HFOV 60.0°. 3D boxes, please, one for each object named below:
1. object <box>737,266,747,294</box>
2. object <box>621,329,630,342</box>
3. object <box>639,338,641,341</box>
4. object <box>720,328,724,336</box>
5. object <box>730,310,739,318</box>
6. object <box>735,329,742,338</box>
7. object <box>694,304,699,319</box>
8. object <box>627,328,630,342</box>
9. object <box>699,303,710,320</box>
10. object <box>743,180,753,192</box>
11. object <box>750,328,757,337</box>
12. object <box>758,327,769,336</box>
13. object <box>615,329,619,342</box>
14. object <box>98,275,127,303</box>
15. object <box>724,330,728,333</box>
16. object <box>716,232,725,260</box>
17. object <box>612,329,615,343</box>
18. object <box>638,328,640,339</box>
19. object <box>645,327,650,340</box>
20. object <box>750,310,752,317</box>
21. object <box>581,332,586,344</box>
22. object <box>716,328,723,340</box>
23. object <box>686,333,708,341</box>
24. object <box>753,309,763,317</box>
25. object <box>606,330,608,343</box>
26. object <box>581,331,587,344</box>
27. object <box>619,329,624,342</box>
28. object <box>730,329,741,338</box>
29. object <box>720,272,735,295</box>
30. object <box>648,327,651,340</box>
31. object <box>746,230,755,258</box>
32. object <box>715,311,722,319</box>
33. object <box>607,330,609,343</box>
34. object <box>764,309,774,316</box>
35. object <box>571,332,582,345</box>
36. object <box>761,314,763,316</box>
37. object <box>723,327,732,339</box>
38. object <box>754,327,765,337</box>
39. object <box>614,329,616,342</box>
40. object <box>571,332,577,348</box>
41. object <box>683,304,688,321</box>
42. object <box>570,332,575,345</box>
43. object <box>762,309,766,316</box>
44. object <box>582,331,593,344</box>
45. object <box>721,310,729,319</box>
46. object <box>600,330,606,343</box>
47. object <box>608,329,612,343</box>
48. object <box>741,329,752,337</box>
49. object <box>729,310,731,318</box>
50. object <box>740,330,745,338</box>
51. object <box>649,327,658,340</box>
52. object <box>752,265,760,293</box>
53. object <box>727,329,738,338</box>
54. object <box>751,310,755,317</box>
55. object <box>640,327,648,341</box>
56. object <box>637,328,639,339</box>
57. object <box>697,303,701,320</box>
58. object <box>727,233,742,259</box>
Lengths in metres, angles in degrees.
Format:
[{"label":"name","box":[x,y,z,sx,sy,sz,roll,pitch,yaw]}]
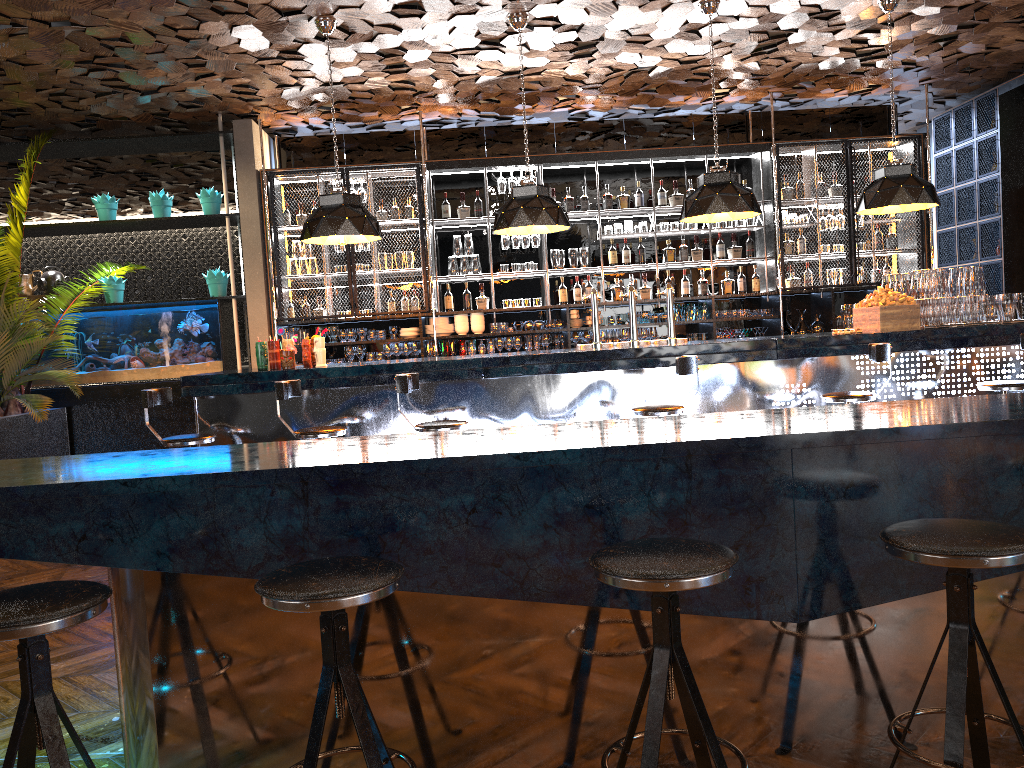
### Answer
[{"label":"object","box":[2.404,-1.084,9.284,0.086,0.298,0.086,-7,4,-43]},{"label":"object","box":[1.161,-0.451,9.073,0.091,0.229,0.091,-4,3,-16]},{"label":"object","box":[1.348,-0.476,9.310,0.091,0.229,0.091,-6,4,-34]},{"label":"object","box":[2.191,-0.496,9.236,0.089,0.174,0.089,-6,4,-41]},{"label":"object","box":[2.283,-0.718,9.086,0.084,0.082,0.084,-3,3,16]},{"label":"object","box":[2.410,-0.505,9.366,0.106,0.148,0.106,-1,4,37]},{"label":"object","box":[1.946,-0.754,9.276,0.115,0.172,0.101,-3,3,8]},{"label":"object","box":[1.199,-0.460,9.192,0.091,0.229,0.091,-2,3,19]},{"label":"object","box":[1.958,-0.741,9.032,0.101,0.172,0.115,-2,4,28]},{"label":"object","box":[2.426,-1.994,9.222,0.151,0.248,0.094,-2,4,27]},{"label":"object","box":[2.572,-0.517,9.365,0.107,0.152,0.107,-3,3,4]},{"label":"object","box":[2.587,-0.504,9.119,0.107,0.152,0.107,-2,3,24]},{"label":"object","box":[1.079,-0.446,9.050,0.049,0.231,0.049,-4,3,-7]},{"label":"object","box":[-4.025,-0.957,8.936,0.265,0.325,0.245,-6,4,-38]},{"label":"object","box":[2.295,-0.497,9.363,0.106,0.148,0.106,-3,3,17]},{"label":"object","box":[2.174,-1.434,9.250,0.086,0.298,0.086,-7,4,-43]},{"label":"object","box":[1.068,-0.456,9.239,0.049,0.231,0.049,-4,3,1]},{"label":"object","box":[1.295,-0.466,9.196,0.091,0.229,0.091,-2,4,30]},{"label":"object","box":[1.389,-0.472,9.197,0.091,0.229,0.091,-4,3,-9]},{"label":"object","box":[2.530,-0.742,9.330,0.088,0.070,0.098,-5,3,-18]},{"label":"object","box":[0.771,-0.439,9.304,0.108,0.227,0.108,-1,4,34]},{"label":"object","box":[2.112,-0.483,9.077,0.089,0.174,0.089,-6,4,-41]},{"label":"object","box":[1.852,-0.454,9.194,0.356,0.134,0.206,-3,3,5]},{"label":"object","box":[2.533,-0.731,9.133,0.088,0.070,0.098,-1,4,33]},{"label":"object","box":[0.999,-0.451,9.240,0.049,0.231,0.049,-4,3,-13]},{"label":"object","box":[0.775,-0.432,9.182,0.108,0.227,0.108,-6,4,-37]},{"label":"object","box":[1.159,-0.464,9.304,0.091,0.229,0.091,-1,4,34]},{"label":"object","box":[2.305,-0.485,9.129,0.106,0.148,0.106,-3,3,16]},{"label":"object","box":[2.253,-1.048,9.265,0.151,0.248,0.094,-3,3,7]},{"label":"object","box":[1.448,-0.482,9.317,0.091,0.229,0.091,-4,3,-4]},{"label":"object","box":[2.484,-1.454,9.257,0.086,0.299,0.086,-7,4,-43]},{"label":"object","box":[2.105,-0.707,9.084,0.084,0.082,0.084,-4,3,-10]},{"label":"object","box":[1.002,-0.445,9.114,0.049,0.231,0.049,-3,3,7]},{"label":"object","box":[2.636,-0.735,9.086,0.088,0.070,0.098,-3,3,8]},{"label":"object","box":[0.662,-0.419,9.059,0.108,0.227,0.108,-4,3,-11]},{"label":"object","box":[2.626,-0.745,9.286,0.088,0.070,0.098,0,4,44]},{"label":"object","box":[2.217,-0.493,9.140,0.089,0.174,0.089,-6,4,-41]},{"label":"object","box":[2.582,-0.510,9.235,0.107,0.152,0.107,-3,3,12]},{"label":"object","box":[1.081,-0.453,9.181,0.049,0.231,0.049,-3,3,6]},{"label":"object","box":[0.662,-0.425,9.178,0.108,0.227,0.108,-5,3,-22]},{"label":"object","box":[1.816,-0.738,9.147,0.101,0.172,0.115,-2,4,28]},{"label":"object","box":[0.658,-0.432,9.300,0.108,0.227,0.108,-2,4,29]},{"label":"object","box":[2.630,-0.740,9.184,0.098,0.070,0.088,-2,3,25]},{"label":"object","box":[0.777,-0.426,9.064,0.108,0.227,0.108,-6,4,-32]},{"label":"object","box":[2.186,-0.712,9.084,0.084,0.082,0.084,-4,3,-1]},{"label":"object","box":[0.933,-0.439,9.063,0.058,0.234,0.058,-3,3,1]},{"label":"object","box":[1.004,-0.441,9.047,0.049,0.231,0.049,-3,3,10]},{"label":"object","box":[2.421,-0.493,9.135,0.106,0.148,0.106,-3,3,8]},{"label":"object","box":[2.298,-0.725,9.185,0.084,0.082,0.084,-2,3,25]},{"label":"object","box":[2.416,-0.499,9.252,0.106,0.148,0.106,-2,4,26]},{"label":"object","box":[1.451,-0.470,9.086,0.091,0.229,0.091,-5,4,-30]},{"label":"object","box":[2.550,-1.092,9.275,0.080,0.299,0.080,-4,3,0]},{"label":"object","box":[2.302,-0.491,9.246,0.106,0.148,0.106,-2,4,30]},{"label":"object","box":[2.531,-0.736,9.230,0.088,0.070,0.098,-2,3,21]},{"label":"object","box":[1.355,-0.464,9.084,0.091,0.229,0.091,-2,3,25]},{"label":"object","box":[1.263,-0.458,9.082,0.091,0.229,0.091,-7,4,-45]},{"label":"object","box":[1.960,-0.747,9.150,0.115,0.172,0.101,-5,3,-17]},{"label":"object","box":[2.316,-1.431,9.235,0.123,0.279,0.123,-4,3,-13]}]
